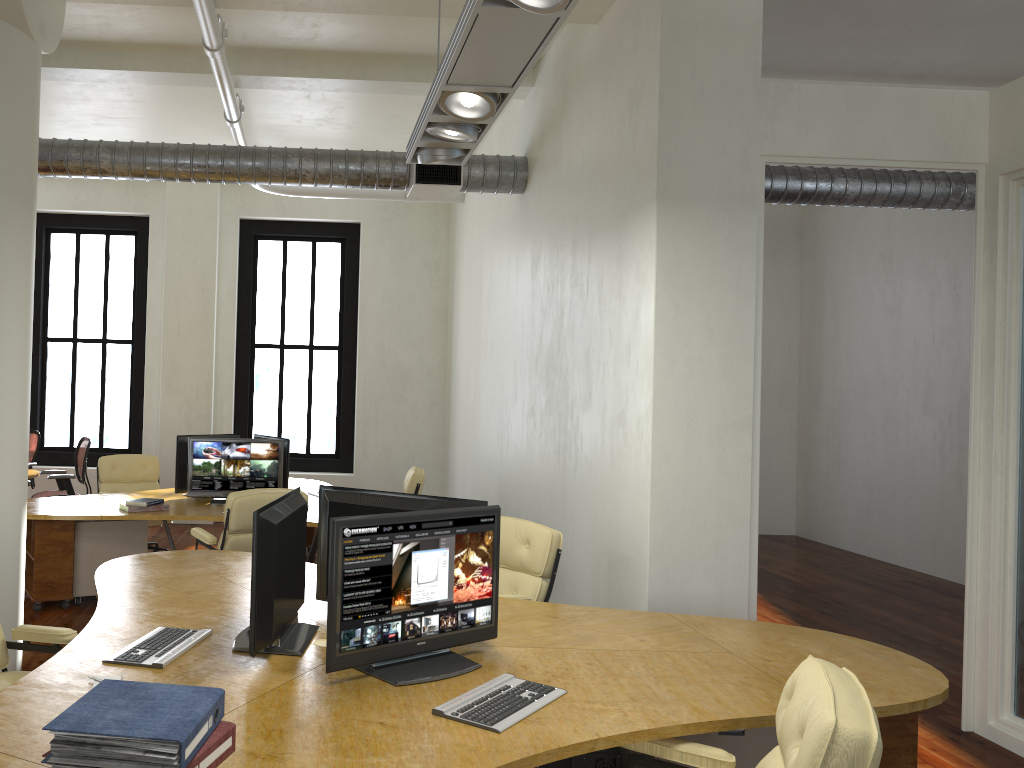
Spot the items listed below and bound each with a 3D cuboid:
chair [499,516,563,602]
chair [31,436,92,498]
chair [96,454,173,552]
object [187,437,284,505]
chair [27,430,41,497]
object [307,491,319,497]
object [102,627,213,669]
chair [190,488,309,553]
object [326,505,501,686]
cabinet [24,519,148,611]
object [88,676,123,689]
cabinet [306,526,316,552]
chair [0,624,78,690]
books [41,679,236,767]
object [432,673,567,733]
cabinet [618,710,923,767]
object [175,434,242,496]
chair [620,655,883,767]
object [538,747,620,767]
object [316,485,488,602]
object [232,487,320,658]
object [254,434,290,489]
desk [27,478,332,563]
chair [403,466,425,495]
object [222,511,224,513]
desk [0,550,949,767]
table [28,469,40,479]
[{"bbox_3d":[-0.211,1.263,4.888,0.708,1.021,0.785,2,-1,-38],"label":"chair"},{"bbox_3d":[-7.414,1.029,7.406,7.188,1.158,1.037,2,-1,-38],"label":"chair"},{"bbox_3d":[-3.725,1.223,8.751,0.656,1.021,0.848,2,-1,-33],"label":"chair"},{"bbox_3d":[-2.348,0.738,7.536,0.786,0.552,0.299,2,-1,-8],"label":"object"},{"bbox_3d":[-5.874,1.121,10.407,0.736,1.158,0.750,2,-1,1],"label":"chair"},{"bbox_3d":[-1.723,1.036,8.282,0.212,0.016,0.513,2,-1,-30],"label":"object"},{"bbox_3d":[-1.306,0.969,3.296,0.236,0.016,0.461,2,-1,4],"label":"object"},{"bbox_3d":[-1.927,1.238,6.462,0.651,1.021,0.854,2,-1,-38],"label":"chair"},{"bbox_3d":[-0.322,0.726,3.139,0.730,0.552,0.320,2,-1,-42],"label":"object"},{"bbox_3d":[-3.478,1.362,7.188,0.814,0.709,0.962,2,-1,-33],"label":"cabinet"},{"bbox_3d":[-1.315,0.964,2.867,0.105,0.015,0.142,2,-1,-20],"label":"object"},{"bbox_3d":[-2.496,1.423,9.241,0.888,0.709,0.889,2,-1,-2],"label":"cabinet"},{"bbox_3d":[-2.135,1.185,3.479,0.841,1.021,0.662,1,-1,23],"label":"chair"},{"bbox_3d":[-0.880,0.857,2.022,0.424,0.227,0.450,2,-1,3],"label":"books"},{"bbox_3d":[-0.030,0.998,2.799,0.251,0.016,0.432,1,-1,31],"label":"object"},{"bbox_3d":[0.845,1.427,3.434,0.876,0.709,0.901,2,-1,-8],"label":"cabinet"},{"bbox_3d":[-2.760,0.735,8.072,0.319,0.552,0.734,1,-1,31],"label":"object"},{"bbox_3d":[0.497,1.243,2.372,0.832,1.021,0.671,1,-1,18],"label":"chair"},{"bbox_3d":[0.252,1.560,3.517,0.176,0.411,0.490,2,-1,-12],"label":"object"},{"bbox_3d":[-0.479,0.731,3.729,0.880,0.552,0.266,1,-1,30],"label":"object"},{"bbox_3d":[-0.917,0.714,3.452,0.294,0.552,0.798,2,-1,-2],"label":"object"},{"bbox_3d":[-2.194,0.751,8.066,0.266,0.552,0.879,2,-1,-35],"label":"object"},{"bbox_3d":[-2.368,1.392,8.200,3.910,0.734,3.493,2,-1,-1],"label":"desk"},{"bbox_3d":[-1.233,1.290,8.466,0.782,1.021,0.717,2,-1,-2],"label":"chair"},{"bbox_3d":[-2.030,1.007,7.000,0.487,0.016,0.224,2,-1,6],"label":"object"},{"bbox_3d":[-0.853,1.365,3.745,3.534,0.734,3.832,2,-1,-37],"label":"desk"},{"bbox_3d":[-5.818,1.313,9.448,1.584,0.745,1.383,1,-1,19],"label":"table"}]
